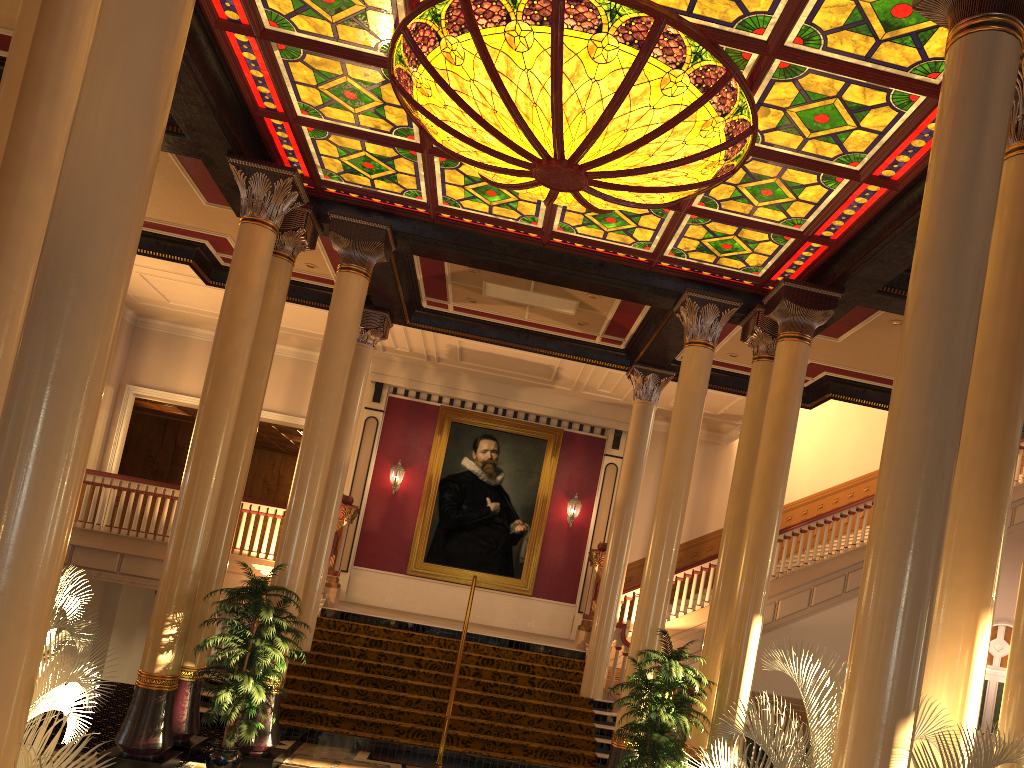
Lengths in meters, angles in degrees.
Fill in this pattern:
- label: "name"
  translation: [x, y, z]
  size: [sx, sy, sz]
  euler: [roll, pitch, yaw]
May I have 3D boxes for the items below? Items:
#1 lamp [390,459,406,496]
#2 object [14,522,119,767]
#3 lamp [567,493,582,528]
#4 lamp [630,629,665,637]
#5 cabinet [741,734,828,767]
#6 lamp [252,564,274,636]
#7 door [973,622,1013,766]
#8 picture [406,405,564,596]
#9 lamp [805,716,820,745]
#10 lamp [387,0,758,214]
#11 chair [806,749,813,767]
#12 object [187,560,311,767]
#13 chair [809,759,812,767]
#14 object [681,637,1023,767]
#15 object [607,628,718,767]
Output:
- label: "lamp"
  translation: [-2.273, 1.846, 17.141]
  size: [0.321, 0.721, 0.397]
  euler: [11, -7, -3]
- label: "object"
  translation: [-2.680, 1.727, 4.499]
  size: [2.074, 2.246, 1.854]
  euler: [10, -8, 0]
- label: "lamp"
  translation: [1.237, 2.554, 17.535]
  size: [0.321, 0.721, 0.397]
  euler: [11, -7, -3]
- label: "lamp"
  translation: [1.926, 4.829, 13.415]
  size: [0.566, 1.987, 0.603]
  euler: [9, -5, 15]
- label: "cabinet"
  translation: [3.840, 5.411, 12.032]
  size: [1.266, 0.857, 0.553]
  euler: [11, -7, -5]
- label: "lamp"
  translation: [-3.753, 3.681, 12.769]
  size: [0.603, 1.987, 0.565]
  euler: [12, -6, -21]
- label: "door"
  translation: [10.469, 6.910, 18.942]
  size: [1.489, 3.435, 0.201]
  euler: [11, -5, -6]
- label: "picture"
  translation: [-0.517, 2.339, 17.481]
  size: [2.572, 3.410, 0.055]
  euler: [11, -4, -6]
- label: "lamp"
  translation: [4.291, 4.862, 12.157]
  size: [0.324, 0.414, 0.320]
  euler: [11, -8, -7]
- label: "lamp"
  translation: [0.446, -1.945, 7.017]
  size: [3.031, 0.595, 3.026]
  euler: [11, -13, -5]
- label: "chair"
  translation: [4.178, 5.235, 11.174]
  size: [0.722, 0.909, 0.619]
  euler: [15, -9, -33]
- label: "object"
  translation: [-2.575, 2.763, 8.429]
  size: [1.111, 2.125, 1.021]
  euler: [12, -6, -15]
- label: "chair"
  translation: [3.653, 4.758, 9.959]
  size: [0.725, 1.085, 0.771]
  euler: [9, -8, 12]
- label: "object"
  translation: [1.463, 2.485, 4.609]
  size: [1.866, 2.229, 2.031]
  euler: [12, -9, -15]
- label: "object"
  translation: [1.483, 3.585, 8.913]
  size: [1.028, 2.125, 1.101]
  euler: [4, -9, 45]
